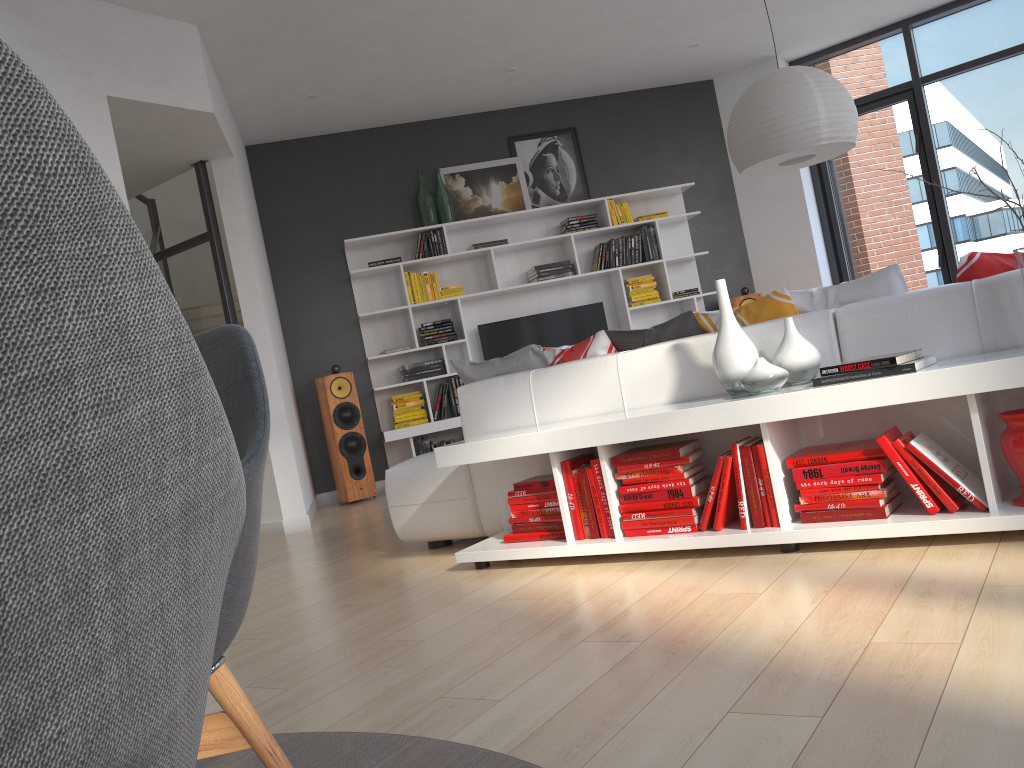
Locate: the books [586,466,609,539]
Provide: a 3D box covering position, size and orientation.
[{"bbox_3d":[0.358,0.417,3.262,0.042,0.259,0.195,-11,0,34],"label":"books"}]

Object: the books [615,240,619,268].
[{"bbox_3d":[0.867,-1.095,7.567,0.068,0.243,0.179,-11,0,-12],"label":"books"}]

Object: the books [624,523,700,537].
[{"bbox_3d":[0.564,0.494,3.132,0.274,0.029,0.200,-11,0,34],"label":"books"}]

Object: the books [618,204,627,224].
[{"bbox_3d":[0.926,-1.433,7.546,0.044,0.178,0.128,-11,0,-11],"label":"books"}]

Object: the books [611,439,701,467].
[{"bbox_3d":[0.511,0.244,3.148,0.259,0.034,0.206,-11,0,31],"label":"books"}]

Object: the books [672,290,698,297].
[{"bbox_3d":[1.487,-0.774,7.648,0.198,0.015,0.142,-11,0,-12],"label":"books"}]

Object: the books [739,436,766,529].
[{"bbox_3d":[0.828,0.319,2.933,0.038,0.270,0.215,-11,0,34],"label":"books"}]

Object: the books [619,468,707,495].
[{"bbox_3d":[0.535,0.345,3.139,0.261,0.027,0.191,-11,0,30],"label":"books"}]

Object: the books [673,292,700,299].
[{"bbox_3d":[1.492,-0.755,7.646,0.213,0.023,0.161,-11,0,-7],"label":"books"}]

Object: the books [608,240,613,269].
[{"bbox_3d":[0.822,-1.086,7.538,0.069,0.242,0.172,-11,0,-10],"label":"books"}]

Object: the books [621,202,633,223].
[{"bbox_3d":[0.965,-1.444,7.556,0.064,0.184,0.141,-11,0,-10],"label":"books"}]

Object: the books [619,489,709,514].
[{"bbox_3d":[0.564,0.409,3.147,0.301,0.032,0.227,-11,0,34],"label":"books"}]

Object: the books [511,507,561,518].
[{"bbox_3d":[0.151,0.483,3.473,0.257,0.025,0.182,-11,0,34],"label":"books"}]

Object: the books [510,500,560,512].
[{"bbox_3d":[0.152,0.457,3.489,0.261,0.028,0.191,-11,0,34],"label":"books"}]

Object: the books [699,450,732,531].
[{"bbox_3d":[0.709,0.353,3.006,0.144,0.247,0.188,-11,0,35],"label":"books"}]

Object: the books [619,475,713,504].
[{"bbox_3d":[0.552,0.375,3.151,0.279,0.039,0.206,-11,0,35],"label":"books"}]

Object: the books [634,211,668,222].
[{"bbox_3d":[1.188,-1.436,7.648,0.257,0.024,0.203,-11,0,-8],"label":"books"}]

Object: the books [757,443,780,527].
[{"bbox_3d":[0.861,0.313,2.880,0.028,0.269,0.181,-11,0,34],"label":"books"}]

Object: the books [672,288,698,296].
[{"bbox_3d":[1.483,-0.793,7.663,0.213,0.023,0.161,-11,0,-7],"label":"books"}]

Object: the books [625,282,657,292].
[{"bbox_3d":[1.106,-0.834,7.643,0.239,0.033,0.176,-11,0,-8],"label":"books"}]

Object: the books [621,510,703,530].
[{"bbox_3d":[0.551,0.467,3.116,0.282,0.030,0.188,-11,0,36],"label":"books"}]

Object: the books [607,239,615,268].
[{"bbox_3d":[0.838,-1.097,7.568,0.075,0.254,0.192,-11,0,-12],"label":"books"}]

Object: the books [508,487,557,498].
[{"bbox_3d":[0.135,0.406,3.477,0.254,0.025,0.178,-11,0,34],"label":"books"}]

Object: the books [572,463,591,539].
[{"bbox_3d":[0.305,0.429,3.311,0.031,0.255,0.181,-11,0,34],"label":"books"}]

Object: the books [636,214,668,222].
[{"bbox_3d":[1.198,-1.412,7.640,0.257,0.028,0.194,-11,0,-6],"label":"books"}]

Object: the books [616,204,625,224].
[{"bbox_3d":[0.905,-1.430,7.549,0.054,0.180,0.132,-11,0,-11],"label":"books"}]

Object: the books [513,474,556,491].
[{"bbox_3d":[0.131,0.380,3.465,0.206,0.029,0.152,-11,0,40],"label":"books"}]

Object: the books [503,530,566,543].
[{"bbox_3d":[0.151,0.573,3.478,0.301,0.032,0.227,-11,0,34],"label":"books"}]

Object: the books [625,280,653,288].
[{"bbox_3d":[1.094,-0.860,7.644,0.227,0.022,0.160,-11,0,5],"label":"books"}]

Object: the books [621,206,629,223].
[{"bbox_3d":[0.947,-1.428,7.538,0.046,0.161,0.108,-11,0,-12],"label":"books"}]

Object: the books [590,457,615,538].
[{"bbox_3d":[0.385,0.395,3.247,0.049,0.291,0.214,-11,0,34],"label":"books"}]

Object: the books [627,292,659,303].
[{"bbox_3d":[1.116,-0.742,7.633,0.243,0.042,0.189,-11,0,-11],"label":"books"}]

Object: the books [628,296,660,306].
[{"bbox_3d":[1.122,-0.710,7.628,0.257,0.024,0.203,-11,0,-8],"label":"books"}]

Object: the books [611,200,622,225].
[{"bbox_3d":[0.866,-1.445,7.565,0.054,0.224,0.164,-11,0,-11],"label":"books"}]

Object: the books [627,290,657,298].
[{"bbox_3d":[1.105,-0.769,7.646,0.251,0.014,0.189,-11,0,-7],"label":"books"}]

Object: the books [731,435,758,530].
[{"bbox_3d":[0.787,0.323,2.941,0.046,0.282,0.199,-11,0,34],"label":"books"}]

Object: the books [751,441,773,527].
[{"bbox_3d":[0.848,0.319,2.908,0.028,0.266,0.188,-11,0,34],"label":"books"}]

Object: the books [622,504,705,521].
[{"bbox_3d":[0.546,0.441,3.120,0.266,0.026,0.187,-11,0,34],"label":"books"}]

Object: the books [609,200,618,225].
[{"bbox_3d":[0.839,-1.440,7.551,0.041,0.224,0.163,-11,0,-12],"label":"books"}]

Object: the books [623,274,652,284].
[{"bbox_3d":[1.080,-0.905,7.662,0.223,0.023,0.163,-11,0,-7],"label":"books"}]

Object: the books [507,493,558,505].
[{"bbox_3d":[0.140,0.431,3.474,0.269,0.028,0.179,-11,0,36],"label":"books"}]

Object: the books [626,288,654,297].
[{"bbox_3d":[1.096,-0.785,7.624,0.217,0.023,0.145,-11,0,-6],"label":"books"}]

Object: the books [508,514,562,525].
[{"bbox_3d":[0.144,0.510,3.473,0.266,0.026,0.187,-11,0,40],"label":"books"}]

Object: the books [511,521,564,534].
[{"bbox_3d":[0.162,0.537,3.475,0.259,0.034,0.206,-11,0,37],"label":"books"}]

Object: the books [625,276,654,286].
[{"bbox_3d":[1.098,-0.885,7.642,0.223,0.023,0.163,-11,0,-7],"label":"books"}]

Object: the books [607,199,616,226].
[{"bbox_3d":[0.820,-1.438,7.528,0.041,0.229,0.161,-11,0,-12],"label":"books"}]

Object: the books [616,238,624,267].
[{"bbox_3d":[0.901,-1.107,7.579,0.084,0.249,0.191,-11,0,-11],"label":"books"}]

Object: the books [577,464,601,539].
[{"bbox_3d":[0.332,0.422,3.292,0.034,0.259,0.207,-11,0,34],"label":"books"}]

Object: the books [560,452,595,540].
[{"bbox_3d":[0.272,0.418,3.328,0.036,0.294,0.208,-11,0,34],"label":"books"}]

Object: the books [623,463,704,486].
[{"bbox_3d":[0.535,0.319,3.130,0.236,0.023,0.178,-11,0,34],"label":"books"}]

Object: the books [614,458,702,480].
[{"bbox_3d":[0.520,0.298,3.147,0.257,0.025,0.182,-11,0,34],"label":"books"}]

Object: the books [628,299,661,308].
[{"bbox_3d":[1.132,-0.685,7.620,0.257,0.028,0.194,-11,0,-6],"label":"books"}]

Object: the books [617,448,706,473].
[{"bbox_3d":[0.527,0.271,3.131,0.266,0.026,0.187,-11,0,29],"label":"books"}]

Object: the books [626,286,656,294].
[{"bbox_3d":[1.101,-0.807,7.644,0.239,0.019,0.171,-11,0,-11],"label":"books"}]

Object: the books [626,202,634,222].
[{"bbox_3d":[0.986,-1.449,7.569,0.044,0.184,0.142,-11,0,-10],"label":"books"}]

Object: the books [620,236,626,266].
[{"bbox_3d":[0.932,-1.118,7.586,0.066,0.260,0.197,-11,0,-11],"label":"books"}]
